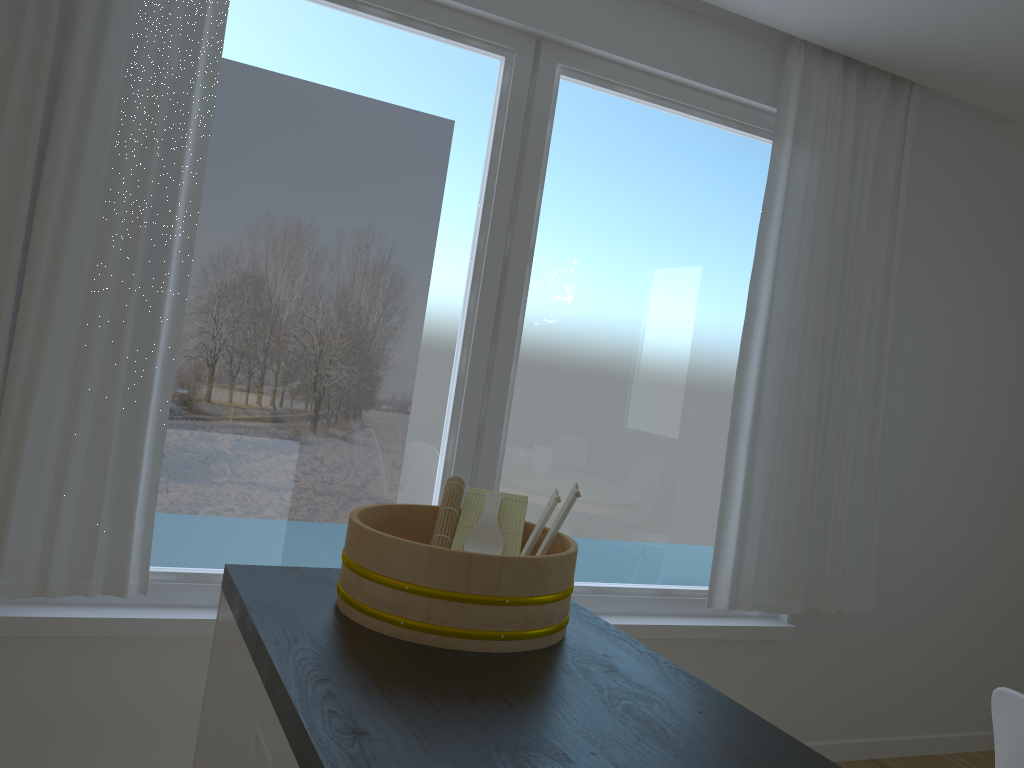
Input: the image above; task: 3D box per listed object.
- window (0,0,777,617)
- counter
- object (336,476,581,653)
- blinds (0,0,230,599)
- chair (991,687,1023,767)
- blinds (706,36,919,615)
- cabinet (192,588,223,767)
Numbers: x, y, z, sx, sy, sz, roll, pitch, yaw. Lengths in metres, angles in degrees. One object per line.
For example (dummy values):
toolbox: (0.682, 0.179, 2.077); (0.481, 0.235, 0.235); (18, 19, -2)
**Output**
window: (-0.066, -0.213, 2.962); (2.716, 1.923, 0.088); (9, -2, -25)
counter: (0.279, 0.463, 0.563); (0.598, 0.040, 2.407); (8, 1, -25)
object: (-0.081, 0.266, 1.470); (0.378, 0.214, 0.429); (8, 0, 3)
blinds: (-1.163, -0.548, 2.226); (0.791, 2.165, 0.150); (9, -3, -25)
chair: (1.132, 1.056, 1.598); (0.522, 0.904, 0.429); (9, -2, -5)
blinds: (1.219, -0.214, 3.348); (0.792, 2.165, 0.150); (9, -3, -25)
cabinet: (0.209, 0.933, 0.542); (0.598, 0.911, 2.407); (9, 0, -25)
